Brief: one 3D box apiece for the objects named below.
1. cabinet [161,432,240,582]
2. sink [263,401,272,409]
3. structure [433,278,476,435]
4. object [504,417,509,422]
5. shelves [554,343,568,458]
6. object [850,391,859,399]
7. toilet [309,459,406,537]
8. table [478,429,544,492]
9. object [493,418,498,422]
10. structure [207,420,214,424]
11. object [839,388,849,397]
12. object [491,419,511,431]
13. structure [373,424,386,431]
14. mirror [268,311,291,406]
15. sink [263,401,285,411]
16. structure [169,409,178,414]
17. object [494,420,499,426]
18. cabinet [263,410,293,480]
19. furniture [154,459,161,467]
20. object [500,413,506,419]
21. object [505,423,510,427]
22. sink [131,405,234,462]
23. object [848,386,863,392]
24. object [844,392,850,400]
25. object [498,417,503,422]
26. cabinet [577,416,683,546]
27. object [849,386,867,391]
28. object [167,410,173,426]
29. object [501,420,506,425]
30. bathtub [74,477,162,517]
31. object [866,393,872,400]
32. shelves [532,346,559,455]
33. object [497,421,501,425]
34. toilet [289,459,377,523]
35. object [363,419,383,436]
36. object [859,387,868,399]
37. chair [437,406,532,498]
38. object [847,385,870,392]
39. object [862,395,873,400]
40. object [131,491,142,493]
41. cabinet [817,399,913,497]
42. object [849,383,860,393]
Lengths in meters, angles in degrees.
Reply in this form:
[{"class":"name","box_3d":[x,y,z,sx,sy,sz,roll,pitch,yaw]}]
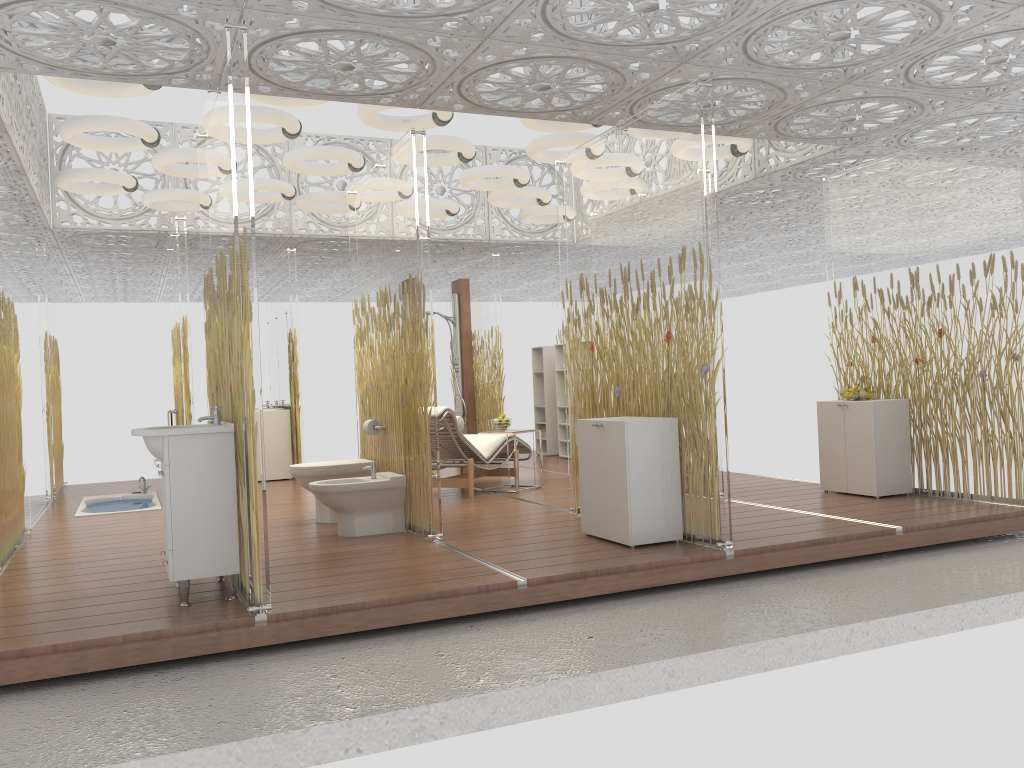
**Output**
[{"class":"cabinet","box_3d":[-1.553,0.569,4.390,0.316,0.678,0.580,-2,0,-23]},{"class":"sink","box_3d":[-3.178,0.346,10.951,0.499,0.266,0.573,-2,0,-26]},{"class":"structure","box_3d":[-0.790,-0.180,11.687,0.624,2.402,0.433,-2,0,-37]},{"class":"object","box_3d":[-0.053,0.331,8.137,0.050,0.054,0.055,-3,0,36]},{"class":"shelves","box_3d":[0.807,0.206,11.413,0.344,1.460,0.366,-2,0,-23]},{"class":"object","box_3d":[2.657,0.089,6.904,0.066,0.065,0.091,-2,0,-9]},{"class":"toilet","box_3d":[-1.067,0.775,6.030,0.611,0.506,0.401,-2,0,-23]},{"class":"table","box_3d":[-0.010,0.697,8.171,0.420,0.535,0.420,-3,0,37]},{"class":"object","box_3d":[-0.148,0.342,8.192,0.047,0.048,0.047,-3,0,29]},{"class":"structure","box_3d":[-1.708,0.260,4.941,0.115,0.183,0.405,-2,0,-25]},{"class":"object","box_3d":[2.631,0.068,7.020,0.077,0.067,0.078,-2,0,-22]},{"class":"object","box_3d":[-0.091,0.376,8.160,0.206,0.105,0.206,-3,0,22]},{"class":"structure","box_3d":[-0.985,0.317,6.480,0.080,0.047,0.215,-2,0,-23]},{"class":"mirror","box_3d":[-2.822,-0.273,10.723,0.009,1.081,1.422,-2,0,-23]},{"class":"sink","box_3d":[-2.893,0.332,10.293,0.499,0.266,0.573,-2,0,-21]},{"class":"structure","box_3d":[-3.470,0.284,9.065,0.078,0.047,0.442,-2,0,-23]},{"class":"object","box_3d":[-0.141,0.358,8.148,0.058,0.058,0.058,-3,0,33]},{"class":"cabinet","box_3d":[-2.891,0.700,10.283,0.549,0.782,0.643,-2,0,-23]},{"class":"furniture","box_3d":[-3.255,0.736,8.322,0.178,0.014,0.977,-2,0,-23]},{"class":"object","box_3d":[-0.086,0.296,8.157,0.055,0.056,0.055,-2,0,-23]},{"class":"object","box_3d":[-0.039,0.372,8.150,0.045,0.042,0.045,-2,0,-29]},{"class":"sink","box_3d":[-1.627,0.245,4.362,0.454,0.263,0.603,-2,0,-23]},{"class":"object","box_3d":[2.716,0.054,6.991,0.032,0.085,0.186,-2,0,-12]},{"class":"object","box_3d":[2.637,0.094,6.959,0.056,0.066,0.053,-2,0,-22]},{"class":"object","box_3d":[-0.108,0.321,8.101,0.047,0.045,0.047,-2,0,-23]},{"class":"cabinet","box_3d":[0.703,0.566,5.387,0.358,0.712,0.595,-2,0,-23]},{"class":"object","box_3d":[2.739,0.045,6.985,0.045,0.064,0.202,-2,0,-20]},{"class":"object","box_3d":[-3.480,0.592,9.052,0.042,0.656,0.283,-2,0,-23]},{"class":"object","box_3d":[-0.080,0.354,8.102,0.047,0.045,0.047,-2,0,-19]},{"class":"bathtub","box_3d":[-3.753,1.248,8.492,0.700,0.582,1.700,-2,0,-23]},{"class":"object","box_3d":[2.774,0.096,6.914,0.066,0.055,0.055,-3,0,24]},{"class":"shelves","box_3d":[0.528,0.220,12.058,0.344,1.460,0.366,-2,0,-23]},{"class":"object","box_3d":[-0.124,0.359,8.110,0.040,0.040,0.039,-2,0,-32]},{"class":"toilet","box_3d":[-1.366,0.817,6.724,0.611,0.437,0.401,-2,0,-23]},{"class":"object","box_3d":[-1.018,0.317,6.487,0.115,0.115,0.131,-2,0,-23]},{"class":"object","box_3d":[2.725,0.070,6.879,0.064,0.097,0.064,-2,0,-33]},{"class":"chair","box_3d":[-0.440,0.591,8.270,0.635,0.811,1.787,-3,0,27]},{"class":"object","box_3d":[2.760,0.052,7.032,0.051,0.079,0.186,-2,0,-45]},{"class":"object","box_3d":[2.765,0.078,7.038,0.194,0.092,0.035,-3,0,36]},{"class":"object","box_3d":[-3.929,1.136,9.283,0.108,0.011,0.065,-2,0,-14]},{"class":"cabinet","box_3d":[2.749,0.483,6.943,0.358,0.712,0.595,-2,0,-23]},{"class":"object","box_3d":[2.683,0.033,6.979,0.035,0.084,0.200,-2,0,-2]}]
